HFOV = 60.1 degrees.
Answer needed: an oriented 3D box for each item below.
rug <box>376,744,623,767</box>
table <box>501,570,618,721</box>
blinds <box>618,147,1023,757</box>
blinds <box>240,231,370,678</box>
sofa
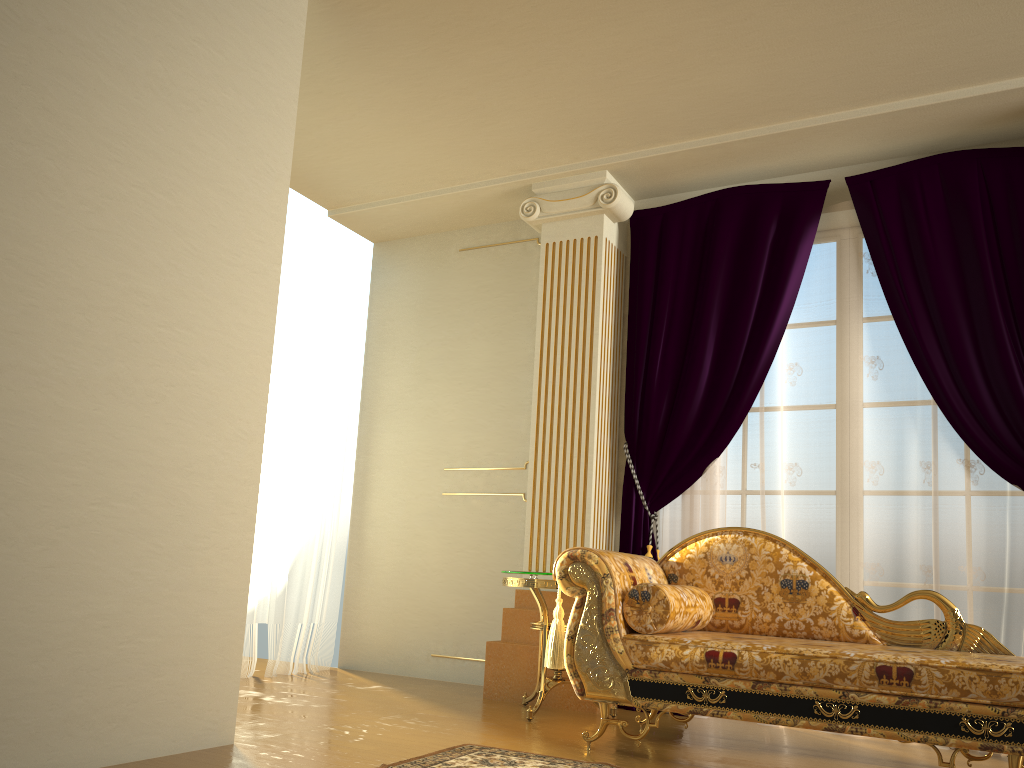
[{"bbox_3d":[0.047,0.897,1.361,2.119,0.017,3.113,-3,-14,28],"label":"rug"},{"bbox_3d":[0.217,1.197,4.064,0.572,0.636,0.577,6,-11,-16],"label":"table"},{"bbox_3d":[1.544,0.278,4.161,2.238,2.623,0.342,-3,-11,29],"label":"blinds"},{"bbox_3d":[-1.475,0.284,4.634,0.164,2.477,2.189,-2,-12,31],"label":"blinds"},{"bbox_3d":[1.097,0.927,3.159,1.895,0.861,0.701,-3,-12,28],"label":"sofa"}]
